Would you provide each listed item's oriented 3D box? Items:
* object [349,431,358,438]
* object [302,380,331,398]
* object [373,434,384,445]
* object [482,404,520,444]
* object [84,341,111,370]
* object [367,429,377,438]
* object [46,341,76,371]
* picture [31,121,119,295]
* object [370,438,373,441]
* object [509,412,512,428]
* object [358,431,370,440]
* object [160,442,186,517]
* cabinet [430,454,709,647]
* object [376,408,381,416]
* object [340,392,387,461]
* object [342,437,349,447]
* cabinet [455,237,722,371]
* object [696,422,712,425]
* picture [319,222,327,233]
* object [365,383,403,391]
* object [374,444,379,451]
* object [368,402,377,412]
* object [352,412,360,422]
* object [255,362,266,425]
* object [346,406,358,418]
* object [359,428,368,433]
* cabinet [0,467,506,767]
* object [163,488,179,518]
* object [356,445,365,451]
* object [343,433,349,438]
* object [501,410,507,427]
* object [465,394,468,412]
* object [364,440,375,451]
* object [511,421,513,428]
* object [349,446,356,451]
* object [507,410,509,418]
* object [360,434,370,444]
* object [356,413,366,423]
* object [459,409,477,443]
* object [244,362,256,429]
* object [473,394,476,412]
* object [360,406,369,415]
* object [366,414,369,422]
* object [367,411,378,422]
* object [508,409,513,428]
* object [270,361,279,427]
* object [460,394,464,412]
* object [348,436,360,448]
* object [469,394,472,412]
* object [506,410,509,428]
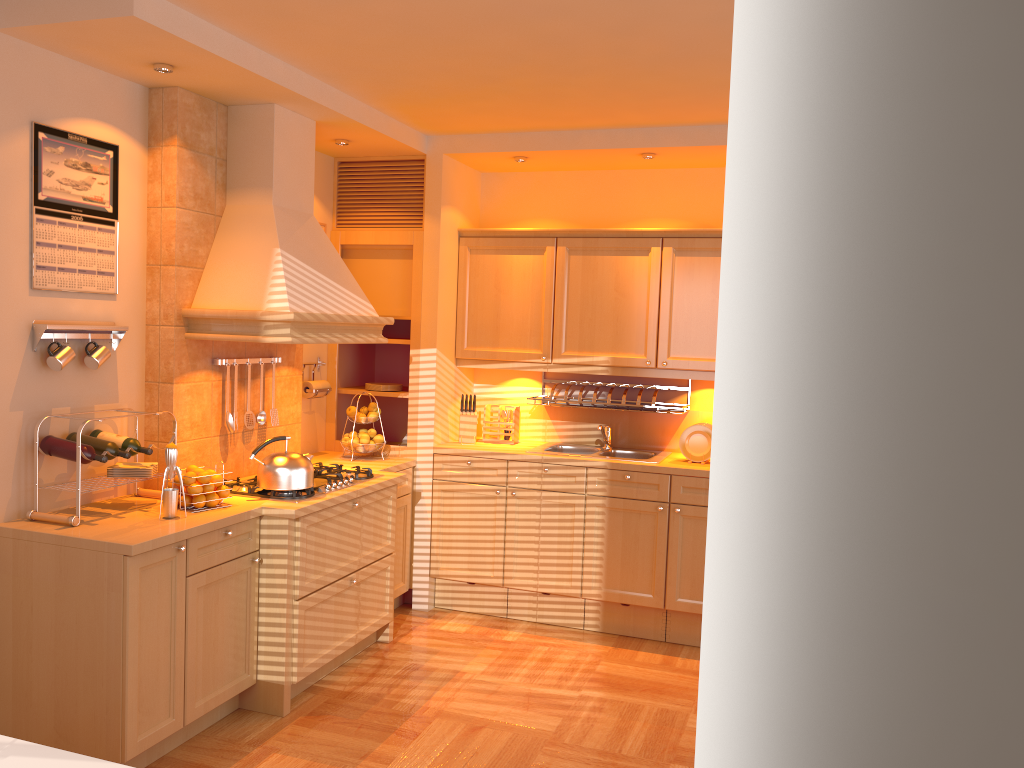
[{"bbox_3d":[-0.888,0.293,4.979,0.055,0.058,0.056,0,4,-35],"label":"object"},{"bbox_3d":[-1.107,0.028,4.991,0.096,0.094,0.186,3,4,19],"label":"object"},{"bbox_3d":[-0.747,0.312,4.977,0.064,0.060,0.063,5,4,34],"label":"object"},{"bbox_3d":[-0.064,0.240,5.348,0.200,0.221,0.103,3,4,19],"label":"object"},{"bbox_3d":[-1.632,-0.112,3.491,0.066,0.111,0.103,3,4,12],"label":"object"},{"bbox_3d":[-0.786,0.276,4.977,0.050,0.052,0.049,4,4,26],"label":"object"},{"bbox_3d":[-1.690,-0.103,3.323,0.066,0.111,0.103,3,4,12],"label":"object"},{"bbox_3d":[-1.678,-0.659,3.425,0.009,0.605,0.417,3,4,19],"label":"picture"},{"bbox_3d":[-0.802,0.302,5.041,0.057,0.059,0.058,1,4,-17],"label":"object"},{"bbox_3d":[-0.017,0.254,5.307,0.022,0.196,0.018,4,4,23],"label":"object"},{"bbox_3d":[-0.829,0.296,4.963,0.063,0.061,0.063,2,4,-7],"label":"object"},{"bbox_3d":[-1.301,0.365,3.355,0.101,0.288,0.088,3,4,19],"label":"object"},{"bbox_3d":[1.059,0.534,4.832,3.000,1.700,0.625,3,4,19],"label":"cabinet"},{"bbox_3d":[-0.773,0.159,5.044,0.057,0.060,0.058,5,5,40],"label":"object"},{"bbox_3d":[-0.837,0.234,5.010,0.265,0.376,0.265,1,4,-22],"label":"object"},{"bbox_3d":[-0.927,0.324,4.971,0.056,0.057,0.053,2,4,-4],"label":"object"},{"bbox_3d":[0.577,-0.466,5.105,1.792,0.712,0.332,3,4,19],"label":"cabinet"},{"bbox_3d":[1.058,0.314,4.920,0.205,0.200,0.049,4,4,21],"label":"object"},{"bbox_3d":[-1.145,-0.673,4.977,0.007,0.491,0.366,3,4,19],"label":"picture"},{"bbox_3d":[-0.765,0.020,5.303,0.222,0.039,0.222,5,4,36],"label":"object"},{"bbox_3d":[-0.785,0.350,5.016,0.063,0.061,0.064,2,4,-3],"label":"object"},{"bbox_3d":[-0.786,0.132,5.003,0.055,0.059,0.058,1,4,-25],"label":"object"},{"bbox_3d":[-0.877,0.185,5.024,0.057,0.056,0.051,1,4,-21],"label":"object"},{"bbox_3d":[-1.229,0.045,4.311,0.037,0.309,0.077,3,4,18],"label":"object"},{"bbox_3d":[-0.897,0.156,4.980,0.063,0.064,0.061,4,4,28],"label":"object"},{"bbox_3d":[-0.839,0.273,5.014,0.051,0.048,0.050,-1,5,-38],"label":"object"},{"bbox_3d":[-0.860,0.923,4.338,1.141,0.840,2.850,3,4,19],"label":"cabinet"},{"bbox_3d":[-1.300,0.455,3.375,0.060,0.106,0.060,1,4,-13],"label":"object"},{"bbox_3d":[-0.852,0.355,4.969,0.052,0.056,0.057,1,4,-19],"label":"object"},{"bbox_3d":[-0.940,0.305,5.062,0.044,0.047,0.046,5,5,40],"label":"object"},{"bbox_3d":[-0.045,0.251,5.301,0.042,0.192,0.040,1,4,-20],"label":"object"},{"bbox_3d":[-0.273,0.192,5.230,0.019,0.265,0.038,2,4,2],"label":"object"},{"bbox_3d":[-0.795,0.344,4.951,0.064,0.062,0.064,3,4,6],"label":"object"},{"bbox_3d":[-0.003,0.263,5.320,0.044,0.178,0.019,2,4,-4],"label":"object"},{"bbox_3d":[-0.895,0.355,5.000,0.046,0.043,0.047,1,4,-21],"label":"object"},{"bbox_3d":[-0.028,0.253,5.327,0.018,0.196,0.023,4,4,23],"label":"object"},{"bbox_3d":[-0.814,0.308,4.910,0.056,0.063,0.065,2,4,-5],"label":"object"},{"bbox_3d":[-0.848,0.190,4.973,0.064,0.058,0.063,1,4,-15],"label":"object"},{"bbox_3d":[-0.261,0.249,5.249,0.100,0.200,0.070,2,4,-7],"label":"object"},{"bbox_3d":[-1.244,0.056,4.216,0.017,0.320,0.090,3,4,19],"label":"object"},{"bbox_3d":[-0.226,0.193,5.236,0.019,0.265,0.037,2,4,2],"label":"object"},{"bbox_3d":[-0.835,0.153,5.015,0.051,0.051,0.050,6,5,43],"label":"object"},{"bbox_3d":[-0.820,0.186,5.046,0.058,0.059,0.058,-1,5,-40],"label":"object"},{"bbox_3d":[-0.785,0.184,4.993,0.063,0.063,0.064,5,4,36],"label":"object"},{"bbox_3d":[-0.019,0.249,5.343,0.042,0.192,0.040,1,4,-21],"label":"object"},{"bbox_3d":[-1.178,0.049,4.405,0.020,0.323,0.061,3,4,19],"label":"object"},{"bbox_3d":[-0.294,0.191,5.227,0.019,0.265,0.037,1,4,-17],"label":"object"},{"bbox_3d":[-0.878,0.321,4.926,0.063,0.063,0.063,4,4,30],"label":"object"},{"bbox_3d":[-0.249,0.193,5.233,0.019,0.265,0.038,2,4,2],"label":"object"},{"bbox_3d":[-0.029,0.254,5.305,0.017,0.196,0.020,6,5,44],"label":"object"}]
